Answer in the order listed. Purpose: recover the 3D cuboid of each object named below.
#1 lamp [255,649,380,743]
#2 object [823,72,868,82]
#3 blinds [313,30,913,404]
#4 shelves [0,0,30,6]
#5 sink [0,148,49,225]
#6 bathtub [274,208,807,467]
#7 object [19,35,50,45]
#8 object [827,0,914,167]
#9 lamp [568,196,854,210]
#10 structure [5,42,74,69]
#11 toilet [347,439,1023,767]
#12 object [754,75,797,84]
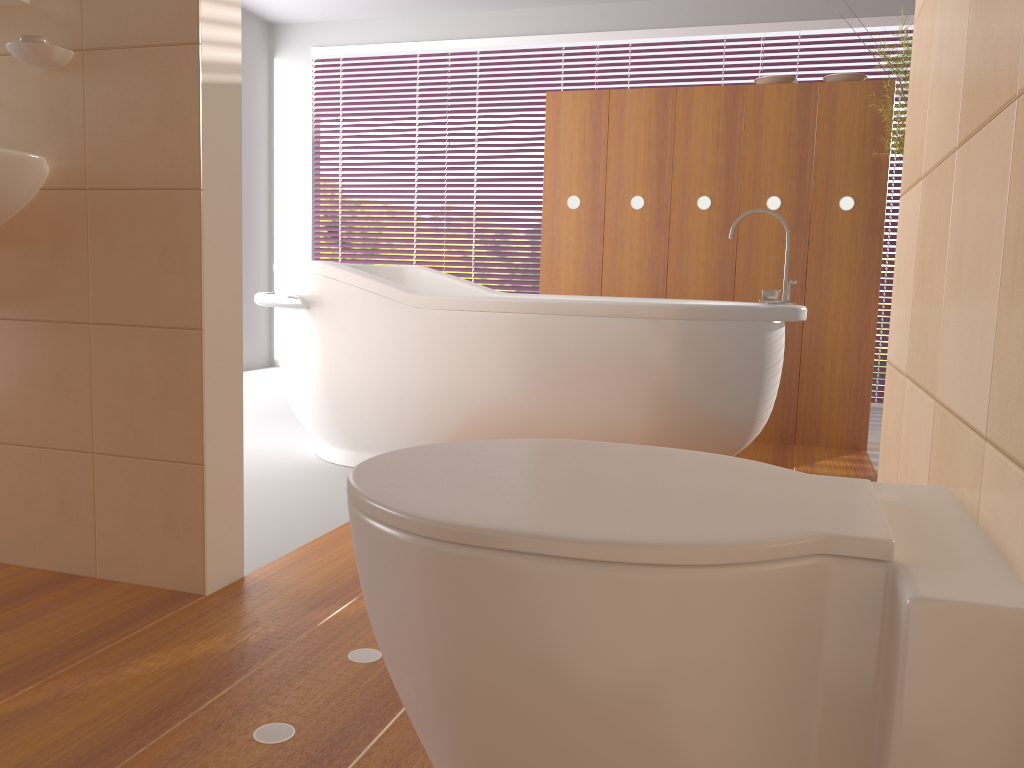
[{"bbox_3d":[-1.816,0.391,1.740,3.173,0.001,2.893,4,7,17],"label":"lamp"},{"bbox_3d":[1.355,-1.225,3.611,0.173,0.046,0.173,4,7,17],"label":"object"},{"bbox_3d":[0.922,-0.975,5.230,4.712,2.022,0.032,4,7,17],"label":"blinds"},{"bbox_3d":[-1.239,-0.789,1.778,0.554,0.050,0.138,4,7,17],"label":"shelves"},{"bbox_3d":[-1.311,-0.389,1.634,0.683,0.516,0.539,4,7,17],"label":"sink"},{"bbox_3d":[0.051,-0.169,3.138,1.874,0.900,0.888,4,7,17],"label":"bathtub"},{"bbox_3d":[-0.922,-0.658,1.715,0.050,0.023,0.075,0,7,-18],"label":"object"},{"bbox_3d":[1.658,-0.442,3.070,1.335,1.557,0.683,-4,9,-40],"label":"object"},{"bbox_3d":[0.801,-0.755,3.698,1.169,0.052,0.001,4,7,17],"label":"lamp"},{"bbox_3d":[-0.925,-0.636,1.717,0.117,0.029,0.092,4,7,17],"label":"structure"},{"bbox_3d":[0.112,0.284,0.790,0.534,0.400,0.375,4,7,17],"label":"toilet"},{"bbox_3d":[1.096,-1.243,3.692,0.173,0.046,0.173,4,7,17],"label":"object"}]
